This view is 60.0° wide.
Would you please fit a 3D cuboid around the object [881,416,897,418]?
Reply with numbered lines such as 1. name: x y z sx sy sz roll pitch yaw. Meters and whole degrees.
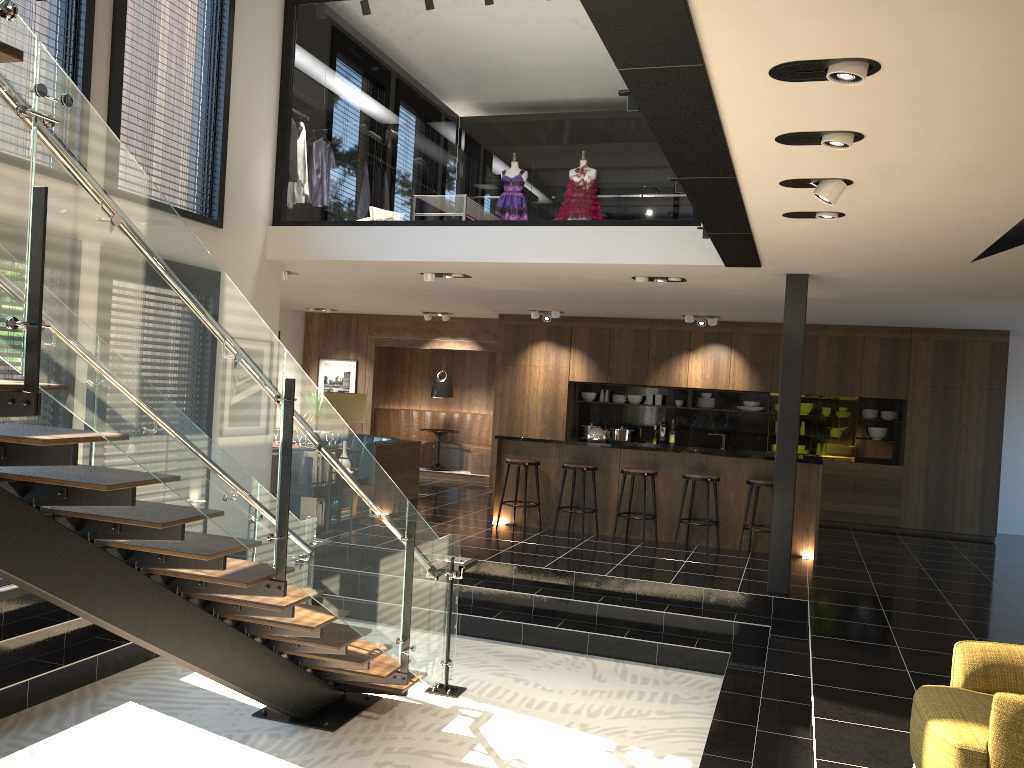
1. object: 5.217 0.467 12.266 0.220 0.033 0.220 3 0 1

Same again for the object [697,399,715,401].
1. object: 2.869 0.248 13.114 0.269 0.024 0.269 3 0 -34

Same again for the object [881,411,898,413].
1. object: 5.221 0.398 12.265 0.220 0.033 0.220 3 0 1

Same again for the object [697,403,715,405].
1. object: 2.866 0.303 13.114 0.269 0.024 0.269 3 0 -34

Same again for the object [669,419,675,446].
1. object: 2.403 0.727 13.283 0.077 0.395 0.077 3 1 -30

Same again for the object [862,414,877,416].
1. object: 4.976 0.441 12.344 0.220 0.033 0.220 3 0 28

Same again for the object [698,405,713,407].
1. object: 2.864 0.331 13.115 0.269 0.024 0.269 3 0 -34

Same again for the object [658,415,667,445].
1. object: 2.252 0.690 13.324 0.133 0.451 0.116 4 1 18

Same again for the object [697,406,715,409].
1. object: 2.863 0.347 13.115 0.269 0.024 0.269 3 0 -34

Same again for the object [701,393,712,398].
1. object: 2.870 0.177 13.113 0.168 0.087 0.168 3 0 38

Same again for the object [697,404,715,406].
1. object: 2.865 0.320 13.114 0.269 0.024 0.269 3 0 -34

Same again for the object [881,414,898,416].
1. object: 5.218 0.444 12.266 0.220 0.033 0.220 3 0 1

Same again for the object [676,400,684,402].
1. object: 2.488 0.278 13.163 0.122 0.072 0.122 3 0 43

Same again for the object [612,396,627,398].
1. object: 1.630 0.209 13.434 0.220 0.033 0.220 3 0 15

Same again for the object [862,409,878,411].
1. object: 4.980 0.372 12.344 0.220 0.033 0.220 3 0 28

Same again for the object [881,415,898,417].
1. object: 5.218 0.455 12.266 0.220 0.033 0.220 3 0 1

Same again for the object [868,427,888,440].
1. object: 5.079 0.693 12.319 0.264 0.170 0.264 3 0 -7

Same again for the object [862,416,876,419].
1. object: 4.975 0.466 12.345 0.220 0.033 0.220 3 0 28

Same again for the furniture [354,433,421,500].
1. furniture: -2.717 1.073 11.942 2.609 0.822 1.365 3 0 18

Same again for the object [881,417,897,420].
1. object: 5.216 0.480 12.266 0.220 0.033 0.220 3 0 1

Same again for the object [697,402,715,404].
1. object: 2.867 0.292 13.114 0.269 0.024 0.269 3 0 -34

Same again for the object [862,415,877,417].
1. object: 4.975 0.453 12.345 0.220 0.033 0.220 3 0 28

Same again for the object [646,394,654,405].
1. object: 2.059 0.233 13.279 0.109 0.161 0.109 3 0 0

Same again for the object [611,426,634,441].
1. object: 1.624 0.732 13.094 0.300 0.218 0.278 3 0 -39

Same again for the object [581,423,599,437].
1. object: 1.200 0.699 13.449 0.255 0.218 0.236 3 0 -24

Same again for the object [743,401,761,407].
1. object: 3.478 0.301 12.846 0.254 0.088 0.254 3 0 43

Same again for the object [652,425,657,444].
1. object: 2.151 0.767 13.352 0.057 0.287 0.058 4 1 31

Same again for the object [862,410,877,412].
1. object: 4.979 0.384 12.344 0.220 0.033 0.220 3 0 28

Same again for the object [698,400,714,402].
1. object: 2.869 0.257 13.114 0.269 0.024 0.269 3 0 -34

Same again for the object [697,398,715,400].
1. object: 2.870 0.230 13.114 0.269 0.024 0.269 3 0 -34

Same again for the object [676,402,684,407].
1. object: 2.487 0.303 13.164 0.122 0.072 0.122 3 0 43

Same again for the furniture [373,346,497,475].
1. furniture: -1.047 0.294 15.353 2.638 2.335 1.174 3 0 17

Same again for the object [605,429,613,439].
1. object: 1.413 0.749 13.284 0.210 0.143 0.195 3 0 -24

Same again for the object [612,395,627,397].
1. object: 1.631 0.196 13.434 0.220 0.033 0.220 3 0 15

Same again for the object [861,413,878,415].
1. object: 4.977 0.430 12.344 0.220 0.033 0.220 3 0 28

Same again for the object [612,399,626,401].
1. object: 1.627 0.252 13.434 0.220 0.033 0.220 3 0 15

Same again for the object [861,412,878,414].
1. object: 4.978 0.418 12.344 0.220 0.033 0.220 3 0 28

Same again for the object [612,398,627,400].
1. object: 1.628 0.242 13.434 0.220 0.033 0.220 3 0 15

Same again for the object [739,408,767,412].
1. object: 3.475 0.376 12.844 0.438 0.039 0.438 3 0 -36

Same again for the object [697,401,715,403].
1. object: 2.868 0.275 13.114 0.269 0.024 0.269 3 0 -34

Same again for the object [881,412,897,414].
1. object: 5.220 0.411 12.265 0.220 0.033 0.220 3 0 1

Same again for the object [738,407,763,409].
1. object: 3.476 0.364 12.844 0.438 0.039 0.438 3 0 -36

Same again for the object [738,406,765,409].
1. object: 3.477 0.349 12.844 0.438 0.039 0.438 3 0 -36
